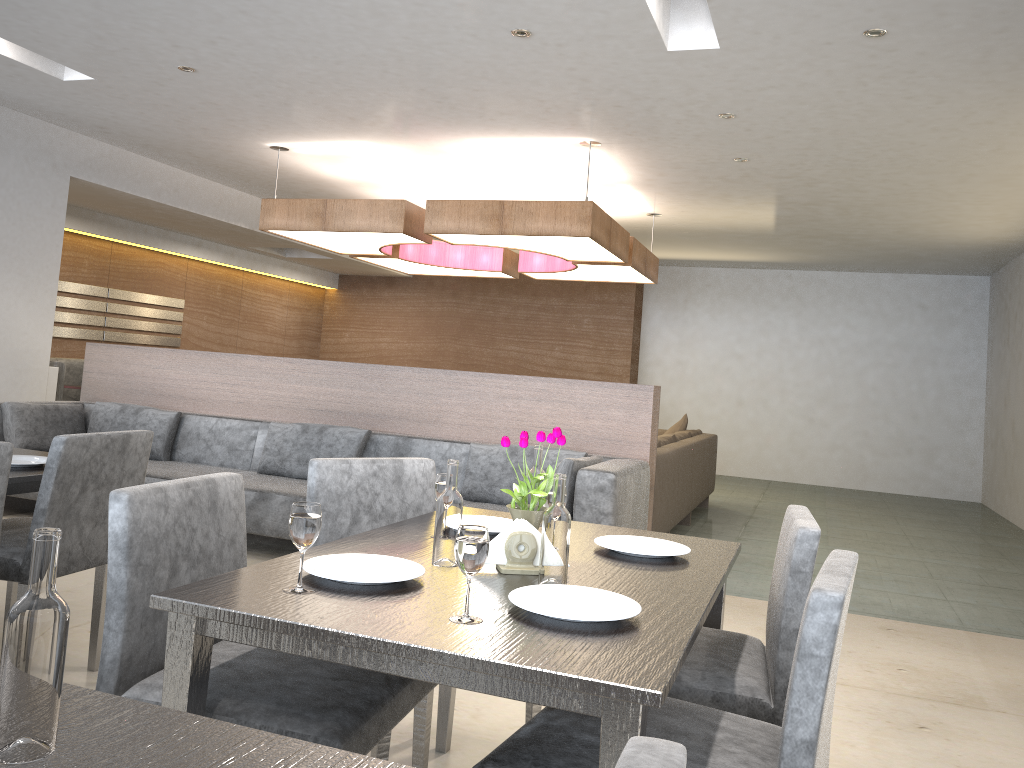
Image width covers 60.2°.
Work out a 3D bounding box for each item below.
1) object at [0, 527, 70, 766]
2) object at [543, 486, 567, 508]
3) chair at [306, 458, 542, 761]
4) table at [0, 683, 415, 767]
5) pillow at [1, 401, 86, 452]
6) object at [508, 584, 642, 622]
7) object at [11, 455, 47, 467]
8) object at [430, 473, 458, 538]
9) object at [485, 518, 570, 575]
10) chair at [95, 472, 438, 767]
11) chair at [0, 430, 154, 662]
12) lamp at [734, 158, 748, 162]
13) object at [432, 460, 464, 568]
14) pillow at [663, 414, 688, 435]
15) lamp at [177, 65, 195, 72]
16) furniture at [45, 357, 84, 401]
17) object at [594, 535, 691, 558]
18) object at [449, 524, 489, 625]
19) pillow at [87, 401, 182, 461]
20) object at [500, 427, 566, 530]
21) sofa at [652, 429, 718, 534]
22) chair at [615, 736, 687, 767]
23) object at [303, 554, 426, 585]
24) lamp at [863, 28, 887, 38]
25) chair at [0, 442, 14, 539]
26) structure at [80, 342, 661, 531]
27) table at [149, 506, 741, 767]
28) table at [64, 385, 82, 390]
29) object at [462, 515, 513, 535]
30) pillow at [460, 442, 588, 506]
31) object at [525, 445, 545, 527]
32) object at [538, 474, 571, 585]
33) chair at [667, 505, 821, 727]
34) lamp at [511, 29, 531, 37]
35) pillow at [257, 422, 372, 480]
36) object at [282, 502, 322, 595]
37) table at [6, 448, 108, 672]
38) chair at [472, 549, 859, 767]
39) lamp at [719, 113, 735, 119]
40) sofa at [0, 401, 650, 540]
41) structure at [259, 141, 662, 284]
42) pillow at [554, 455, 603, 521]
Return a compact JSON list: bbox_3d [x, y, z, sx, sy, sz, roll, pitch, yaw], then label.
[{"bbox_3d":[-0.434,0.234,0.806,0.052,0.202,0.051,5,-4,-16],"label":"object"},{"bbox_3d":[0.091,0.292,1.943,0.053,0.140,0.053,6,-4,-23],"label":"object"},{"bbox_3d":[-0.244,0.590,2.141,0.475,0.766,0.492,7,-3,-41],"label":"chair"},{"bbox_3d":[-0.566,0.647,0.341,0.778,0.637,1.184,4,-1,19],"label":"table"},{"bbox_3d":[-2.750,0.260,5.260,0.189,0.307,0.557,3,-1,20],"label":"pillow"},{"bbox_3d":[0.101,0.360,1.438,0.217,0.015,0.216,4,1,-1],"label":"object"},{"bbox_3d":[-1.458,0.229,2.604,0.217,0.015,0.216,5,1,19],"label":"object"},{"bbox_3d":[-0.151,0.273,1.978,0.053,0.140,0.053,6,-4,-23],"label":"object"},{"bbox_3d":[0.016,0.308,1.701,0.203,0.100,0.070,4,-2,-11],"label":"object"},{"bbox_3d":[-0.439,0.581,1.604,0.493,0.766,0.474,4,-3,14],"label":"chair"},{"bbox_3d":[-1.382,0.499,2.511,0.493,0.766,0.474,4,-3,14],"label":"chair"},{"bbox_3d":[1.479,-1.446,5.703,0.088,0.007,0.089,4,1,-26],"label":"lamp"},{"bbox_3d":[-0.121,0.248,1.709,0.052,0.202,0.052,6,-4,-28],"label":"object"},{"bbox_3d":[1.330,0.438,7.462,0.279,0.406,0.530,4,-1,8],"label":"pillow"},{"bbox_3d":[-1.738,-1.680,4.714,0.088,0.007,0.089,4,1,-26],"label":"lamp"},{"bbox_3d":[-1.568,0.373,8.566,4.262,0.857,5.624,5,1,19],"label":"furniture"},{"bbox_3d":[0.292,0.369,1.989,0.217,0.015,0.216,4,1,-1],"label":"object"},{"bbox_3d":[-0.064,0.286,1.337,0.053,0.140,0.053,6,-4,-23],"label":"object"},{"bbox_3d":[-2.319,0.285,5.367,0.639,0.322,0.180,4,-3,19],"label":"pillow"},{"bbox_3d":[0.040,0.221,1.769,0.104,0.278,0.154,3,-3,17],"label":"object"},{"bbox_3d":[-0.484,0.565,6.894,3.771,0.678,3.166,5,0,19],"label":"sofa"},{"bbox_3d":[-0.185,0.612,0.488,0.493,0.766,0.474,4,-3,14],"label":"chair"},{"bbox_3d":[-0.262,0.331,1.566,0.217,0.015,0.216,4,1,-1],"label":"object"},{"bbox_3d":[1.473,-1.423,3.586,0.088,0.007,0.089,4,1,-26],"label":"lamp"},{"bbox_3d":[-1.499,0.496,1.996,0.493,0.766,0.474,3,-3,24],"label":"chair"},{"bbox_3d":[-1.041,0.371,5.293,3.778,1.013,0.222,4,-3,19],"label":"structure"},{"bbox_3d":[-0.012,0.675,1.749,0.778,0.637,1.184,4,-1,19],"label":"table"},{"bbox_3d":[-3.332,0.354,7.169,0.506,0.657,0.503,4,-2,19],"label":"table"},{"bbox_3d":[-0.071,0.340,2.117,0.217,0.015,0.216,4,1,-1],"label":"object"},{"bbox_3d":[0.052,0.474,4.534,0.639,0.322,0.180,4,-3,19],"label":"pillow"},{"bbox_3d":[0.060,0.257,2.233,0.052,0.202,0.052,6,-4,-28],"label":"object"},{"bbox_3d":[0.080,0.265,1.603,0.052,0.202,0.052,6,-4,-28],"label":"object"},{"bbox_3d":[0.369,0.639,1.896,0.493,0.766,0.474,4,-3,14],"label":"chair"},{"bbox_3d":[0.040,-1.536,3.869,0.088,0.007,0.089,4,1,-26],"label":"lamp"},{"bbox_3d":[-1.116,0.381,4.944,0.639,0.322,0.180,4,-3,19],"label":"pillow"},{"bbox_3d":[-0.339,0.264,1.434,0.053,0.140,0.053,6,-4,-23],"label":"object"},{"bbox_3d":[-1.763,0.535,2.364,0.778,0.637,1.184,4,-1,19],"label":"table"},{"bbox_3d":[0.252,0.636,1.381,0.493,0.766,0.474,3,-3,24],"label":"chair"},{"bbox_3d":[1.170,-1.460,4.812,0.088,0.007,0.089,4,1,-26],"label":"lamp"},{"bbox_3d":[-1.221,0.556,4.787,3.803,0.631,0.832,5,-1,19],"label":"sofa"},{"bbox_3d":[-0.235,-1.295,7.049,2.445,0.621,2.436,4,0,19],"label":"structure"},{"bbox_3d":[0.296,0.496,4.199,0.151,0.325,0.572,3,-1,19],"label":"pillow"}]
